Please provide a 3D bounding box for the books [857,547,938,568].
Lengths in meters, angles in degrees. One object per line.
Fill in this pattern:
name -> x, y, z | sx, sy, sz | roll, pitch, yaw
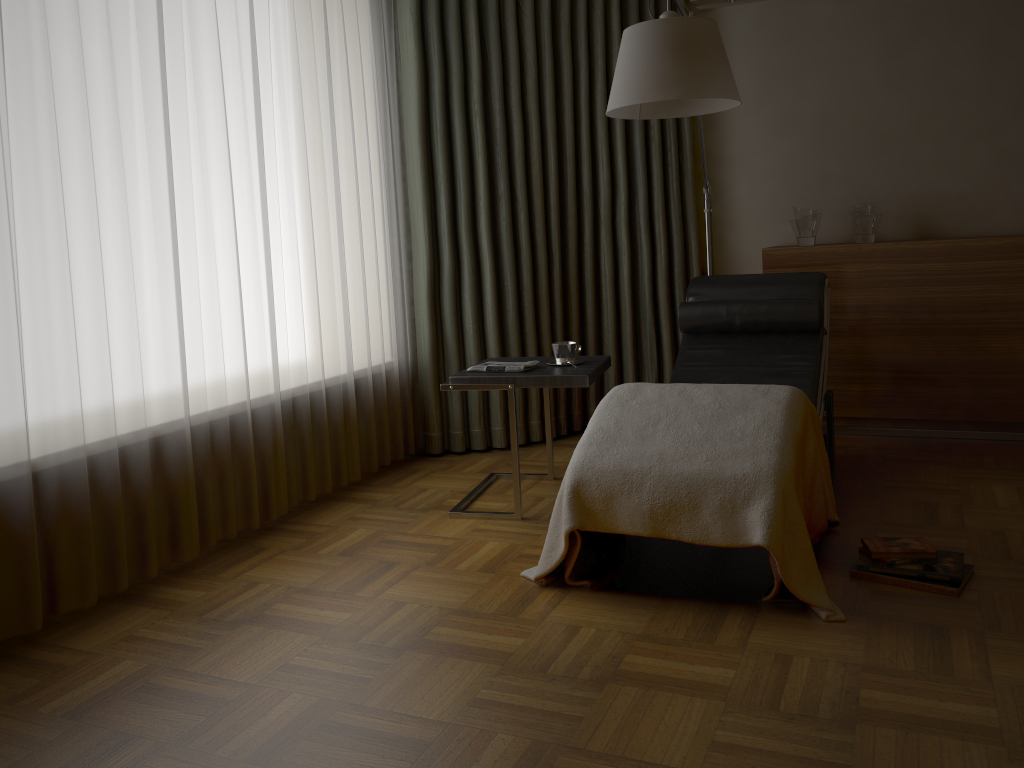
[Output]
books -> 1.100, 0.482, 2.523 | 0.173, 0.018, 0.124 | -6, 9, -16

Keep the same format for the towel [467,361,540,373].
towel -> -0.026, -0.065, 3.337 | 0.240, 0.035, 0.180 | 2, 10, 28

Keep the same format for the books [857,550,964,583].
books -> 1.129, 0.503, 2.500 | 0.264, 0.020, 0.191 | 2, 10, 29

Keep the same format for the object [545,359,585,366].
object -> 0.204, -0.082, 3.388 | 0.150, 0.009, 0.151 | 2, 10, 30

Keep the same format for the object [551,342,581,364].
object -> 0.204, -0.119, 3.392 | 0.098, 0.078, 0.112 | 0, 8, 26

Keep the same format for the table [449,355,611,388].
table -> 0.085, -0.049, 3.396 | 0.517, 0.045, 0.504 | -1, 9, 16

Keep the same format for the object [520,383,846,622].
object -> 0.558, 0.279, 2.720 | 0.917, 0.516, 0.917 | 0, 9, 25

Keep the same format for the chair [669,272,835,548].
chair -> 0.780, 0.042, 3.183 | 0.635, 0.791, 1.806 | 0, 9, 24

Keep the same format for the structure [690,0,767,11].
structure -> 1.950, -2.019, 4.167 | 2.178, 0.129, 0.276 | 1, 9, 24

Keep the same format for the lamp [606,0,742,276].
lamp -> 0.793, -0.542, 3.433 | 0.451, 1.953, 1.427 | -1, 6, 28

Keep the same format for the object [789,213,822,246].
object -> 1.438, -0.755, 4.323 | 0.156, 0.153, 0.156 | -5, 7, -18

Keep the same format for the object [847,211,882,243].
object -> 1.682, -0.751, 4.212 | 0.155, 0.153, 0.157 | -1, 7, 15

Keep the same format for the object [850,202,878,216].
object -> 1.680, -0.789, 4.209 | 0.122, 0.149, 0.123 | -3, 6, 4

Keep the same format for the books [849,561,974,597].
books -> 1.125, 0.527, 2.485 | 0.280, 0.022, 0.202 | 4, 12, 38

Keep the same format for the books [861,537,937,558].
books -> 1.098, 0.465, 2.514 | 0.172, 0.018, 0.125 | -2, 9, 9

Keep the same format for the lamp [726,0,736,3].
lamp -> 1.627, -1.969, 4.307 | 1.157, 0.028, 0.050 | 1, 9, 24

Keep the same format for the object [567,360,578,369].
object -> 0.227, -0.074, 3.290 | 0.029, 0.019, 0.124 | -4, 9, -6

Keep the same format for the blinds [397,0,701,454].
blinds -> 0.232, -0.964, 4.368 | 1.536, 2.435, 0.225 | -5, 5, -21

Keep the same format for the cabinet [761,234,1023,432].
cabinet -> 2.073, -0.248, 4.131 | 1.673, 0.856, 0.419 | 0, 6, 24

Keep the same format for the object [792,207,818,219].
object -> 1.436, -0.793, 4.320 | 0.122, 0.149, 0.124 | -3, 6, 7

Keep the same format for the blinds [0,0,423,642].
blinds -> -0.934, -0.644, 3.167 | 0.092, 2.273, 2.216 | -1, 7, 24
